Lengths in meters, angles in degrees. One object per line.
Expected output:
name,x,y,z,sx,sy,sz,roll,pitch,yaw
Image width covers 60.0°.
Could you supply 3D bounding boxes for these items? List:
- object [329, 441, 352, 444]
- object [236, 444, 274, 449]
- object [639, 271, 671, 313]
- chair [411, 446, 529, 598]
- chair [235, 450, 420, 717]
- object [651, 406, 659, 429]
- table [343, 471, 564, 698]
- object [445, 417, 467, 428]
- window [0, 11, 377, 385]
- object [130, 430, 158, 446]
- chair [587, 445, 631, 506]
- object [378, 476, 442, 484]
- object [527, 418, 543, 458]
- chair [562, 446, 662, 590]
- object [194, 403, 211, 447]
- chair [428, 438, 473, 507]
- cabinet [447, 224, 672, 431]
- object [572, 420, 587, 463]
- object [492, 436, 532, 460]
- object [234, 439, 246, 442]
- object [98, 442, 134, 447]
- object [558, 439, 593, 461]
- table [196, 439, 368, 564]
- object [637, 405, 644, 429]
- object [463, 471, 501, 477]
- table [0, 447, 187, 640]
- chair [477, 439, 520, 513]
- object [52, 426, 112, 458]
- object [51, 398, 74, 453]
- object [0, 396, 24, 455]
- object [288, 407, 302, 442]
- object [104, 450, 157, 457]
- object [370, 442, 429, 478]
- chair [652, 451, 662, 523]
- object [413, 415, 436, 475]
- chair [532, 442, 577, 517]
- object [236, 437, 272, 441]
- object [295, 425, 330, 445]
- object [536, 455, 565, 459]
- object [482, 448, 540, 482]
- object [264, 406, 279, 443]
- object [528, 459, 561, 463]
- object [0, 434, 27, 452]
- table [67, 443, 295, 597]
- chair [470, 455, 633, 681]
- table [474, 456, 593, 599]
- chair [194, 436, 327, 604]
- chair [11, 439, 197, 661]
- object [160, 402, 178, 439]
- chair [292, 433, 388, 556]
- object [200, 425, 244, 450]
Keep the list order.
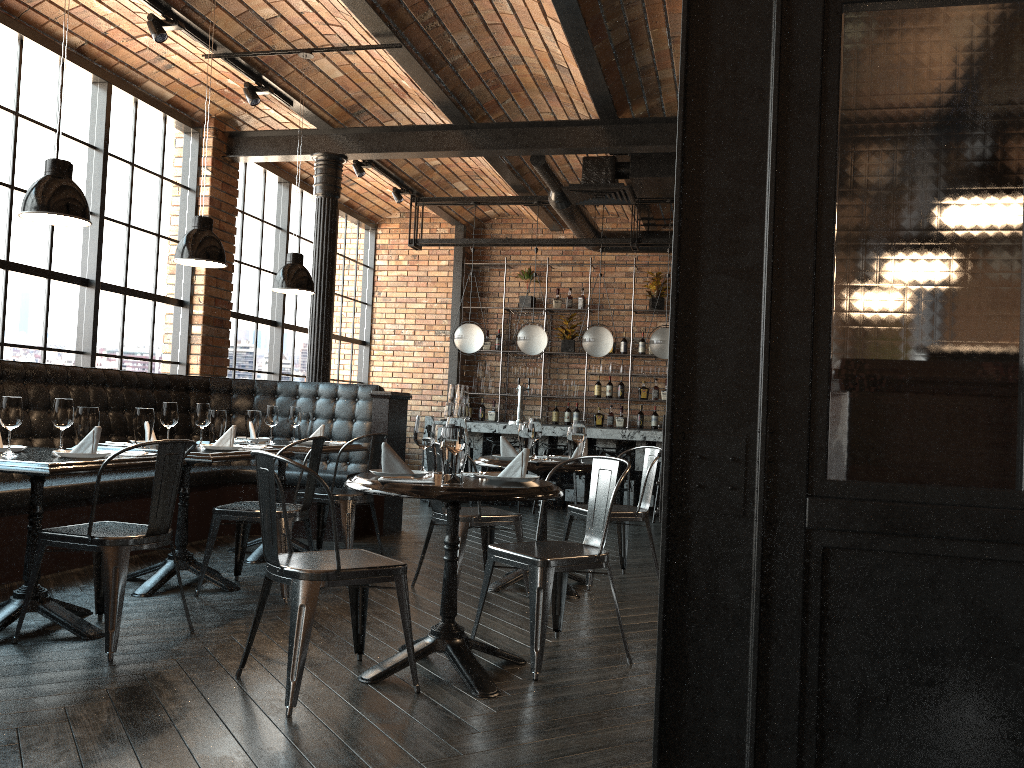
object,-1.266,0.406,6.208,0.255,0.019,0.157,2,-2,14
object,-1.525,0.360,5.127,0.255,0.019,0.157,2,-2,14
object,1.854,-1.193,11.398,0.425,0.526,0.430,2,-2,16
chair,-0.235,0.754,5.036,0.558,0.857,0.504,4,-2,-31
chair,-0.676,0.677,3.256,0.558,0.857,0.504,4,-2,-36
object,1.824,0.426,11.306,0.086,0.298,0.086,4,-2,-28
table,-0.245,0.755,3.519,0.866,0.758,0.866,3,-2,-23
object,-0.216,0.250,3.372,0.092,0.244,0.092,2,-2,10
window,-3.879,-0.887,4.197,0.168,3.253,16.179,2,-2,14
object,-2.024,0.278,4.991,0.232,0.139,0.232,2,-2,8
chair,1.045,1.002,9.107,0.475,0.737,0.414,2,-2,24
object,-0.369,0.354,3.304,0.255,0.019,0.157,3,-2,-6
object,0.139,0.332,5.439,0.092,0.244,0.092,2,-2,13
chair,0.636,0.810,5.570,0.558,0.857,0.504,3,-2,-21
object,-1.757,0.233,5.027,0.092,0.244,0.092,3,-2,-26
chair,-0.621,0.939,9.509,0.475,0.737,0.414,2,-2,4
cabinet,0.834,-0.391,11.531,7.075,3.779,0.564,2,-2,14
object,0.391,0.335,5.189,0.092,0.244,0.092,2,-2,13
object,0.003,0.376,5.171,0.232,0.139,0.232,4,-2,-32
object,-1.818,0.369,5.853,0.255,0.019,0.157,2,-2,14
object,-2.077,0.323,4.772,0.255,0.019,0.157,2,-2,14
object,0.397,0.400,5.382,0.232,0.139,0.232,3,-2,-17
table,-1.562,0.774,5.975,0.872,0.758,0.872,2,-2,14
object,1.640,0.418,11.317,0.086,0.297,0.086,4,-2,-43
object,-0.123,0.379,3.745,0.255,0.019,0.157,3,-2,-26
table,-2.072,0.682,3.844,0.872,0.758,0.872,2,-2,14
chair,-0.066,0.960,9.375,0.475,0.737,0.414,2,-2,19
object,-1.847,0.248,3.821,0.232,0.139,0.232,2,-2,11
object,-2.011,0.187,3.967,0.092,0.244,0.092,4,-2,-37
object,-2.104,0.175,3.721,0.092,0.244,0.092,4,-2,-37
object,-1.498,0.279,6.108,0.092,0.244,0.092,3,-2,-26
object,-1.779,0.315,4.066,0.255,0.019,0.157,2,-2,14
object,-0.444,0.302,3.512,0.232,0.139,0.232,2,-2,10
chair,1.668,1.025,8.957,0.475,0.737,0.414,2,-2,9
object,-0.367,0.253,3.693,0.092,0.244,0.092,3,-2,-23
chair,0.481,0.980,9.243,0.475,0.737,0.414,2,-2,9
object,-1.764,0.324,6.072,0.232,0.139,0.232,2,-2,8
object,-1.334,0.340,5.962,0.232,0.139,0.232,2,-2,11
object,0.251,0.454,5.547,0.255,0.019,0.157,3,-2,-26
object,-0.002,0.325,3.575,0.232,0.139,0.232,4,-2,-32
object,-1.591,0.267,5.862,0.092,0.244,0.092,3,-2,-26
object,0.170,0.434,5.049,0.157,0.019,0.255,1,-3,44
object,-2.278,0.233,3.931,0.232,0.139,0.232,2,-2,8
table,-1.818,0.728,4.903,0.872,0.758,0.872,2,-2,14
chair,0.189,0.733,3.788,0.558,0.857,0.504,4,-2,-36
table,0.183,0.831,5.302,0.866,0.758,0.866,3,-2,-23
chair,-1.323,0.697,4.815,0.558,0.857,0.504,2,-2,9
chair,-1.675,0.647,3.750,0.558,0.857,0.504,2,-2,19
object,-1.850,0.220,4.781,0.092,0.244,0.092,4,-2,-37
chair,-1.136,0.738,5.842,0.558,0.857,0.504,2,-2,19
object,-1.593,0.294,4.881,0.232,0.139,0.232,2,-2,11
